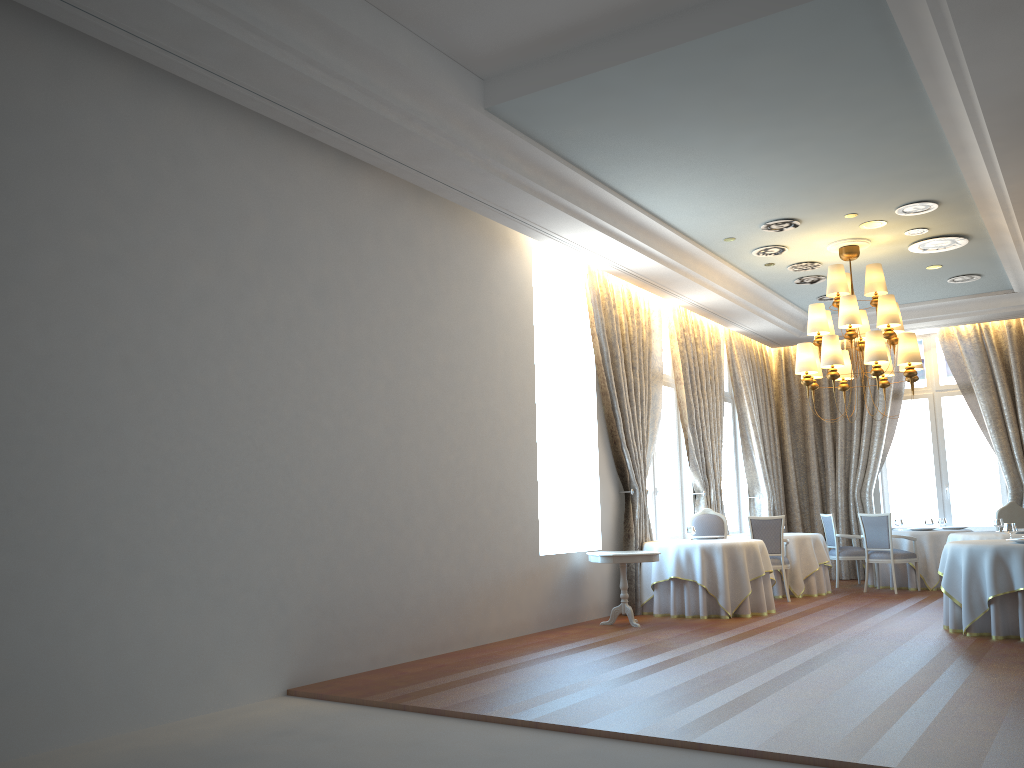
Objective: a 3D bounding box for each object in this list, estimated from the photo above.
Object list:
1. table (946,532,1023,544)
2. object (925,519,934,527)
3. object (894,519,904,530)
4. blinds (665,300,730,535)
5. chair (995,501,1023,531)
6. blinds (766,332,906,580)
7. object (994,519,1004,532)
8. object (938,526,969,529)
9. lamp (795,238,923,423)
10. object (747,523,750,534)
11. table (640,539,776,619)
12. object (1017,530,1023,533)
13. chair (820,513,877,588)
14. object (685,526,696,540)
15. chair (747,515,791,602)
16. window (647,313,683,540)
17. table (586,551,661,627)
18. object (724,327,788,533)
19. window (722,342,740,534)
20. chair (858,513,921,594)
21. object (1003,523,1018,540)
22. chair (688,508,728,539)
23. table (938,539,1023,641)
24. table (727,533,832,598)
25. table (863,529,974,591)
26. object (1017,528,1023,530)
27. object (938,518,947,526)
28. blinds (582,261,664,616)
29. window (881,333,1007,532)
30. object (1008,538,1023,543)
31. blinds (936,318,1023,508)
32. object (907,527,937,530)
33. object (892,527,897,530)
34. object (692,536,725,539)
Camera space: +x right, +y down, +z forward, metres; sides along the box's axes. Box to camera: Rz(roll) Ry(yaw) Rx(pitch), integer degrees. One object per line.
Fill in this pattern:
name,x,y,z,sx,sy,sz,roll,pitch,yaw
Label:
table,6.361,2.318,11.170,1.667,0.890,1.663,6,-11,-42
object,6.276,2.106,13.329,0.128,0.165,0.128,-7,-10,33
object,5.850,2.126,13.403,0.128,0.165,0.128,-7,-10,33
blinds,2.888,0.668,13.105,0.335,4.969,2.257,-7,-10,33
chair,6.843,2.283,12.499,0.563,1.233,0.690,1,-9,-16
blinds,5.598,0.916,15.178,2.535,4.901,0.386,-7,-10,33
object,6.351,1.843,11.561,0.128,0.165,0.128,-7,-10,33
object,6.619,2.156,13.281,0.419,0.036,0.419,-6,-10,32
lamp,4.067,-0.635,10.500,1.373,2.121,1.373,2,-9,-19
object,3.593,2.162,13.314,0.128,0.165,0.128,-7,-10,33
table,2.307,2.338,10.707,1.663,0.890,1.667,-5,-9,22
object,6.239,1.806,10.858,0.419,0.036,0.419,-6,-10,32
chair,5.161,2.543,13.630,0.629,1.108,0.650,-1,-8,-2
object,2.208,1.844,10.957,0.128,0.165,0.128,-4,-9,15
chair,3.398,2.324,11.884,0.650,1.108,0.629,-2,-8,8
window,1.957,0.526,12.238,0.259,3.306,1.882,-7,-10,33
table,1.215,2.225,9.568,0.761,0.801,0.760,1,-9,-17
object,4.149,0.949,14.872,0.386,4.901,2.121,-7,-10,33
window,3.255,0.794,14.238,0.196,3.306,1.881,-7,-10,33
chair,5.344,2.393,12.637,0.629,1.108,0.650,6,-11,-41
object,4.958,1.468,8.818,0.128,0.165,0.128,3,-9,-26
chair,2.582,2.230,11.519,0.563,1.233,0.690,-2,-8,8
table,4.983,1.944,8.432,1.663,0.890,1.667,-5,-9,22
table,3.771,2.628,12.884,1.667,0.890,1.663,-6,-9,27
table,6.210,2.657,13.439,1.663,0.890,1.667,5,-11,-37
object,6.660,1.900,11.556,0.419,0.036,0.419,-6,-10,32
object,6.610,2.141,13.616,0.128,0.165,0.128,-7,-10,33
blinds,1.509,0.399,11.086,0.315,4.930,2.204,-7,-10,33
window,7.059,0.782,14.716,1.881,3.306,0.196,-7,-10,33
object,4.771,1.430,8.098,0.419,0.036,0.419,-6,-10,32
blinds,7.991,0.632,13.610,2.476,4.901,0.386,-7,-10,33
object,6.055,2.139,13.082,0.419,0.036,0.419,-6,-10,32
object,5.708,2.231,13.655,0.419,0.036,0.419,-6,-10,32
object,2.465,1.931,11.151,0.419,0.036,0.419,-6,-10,32
